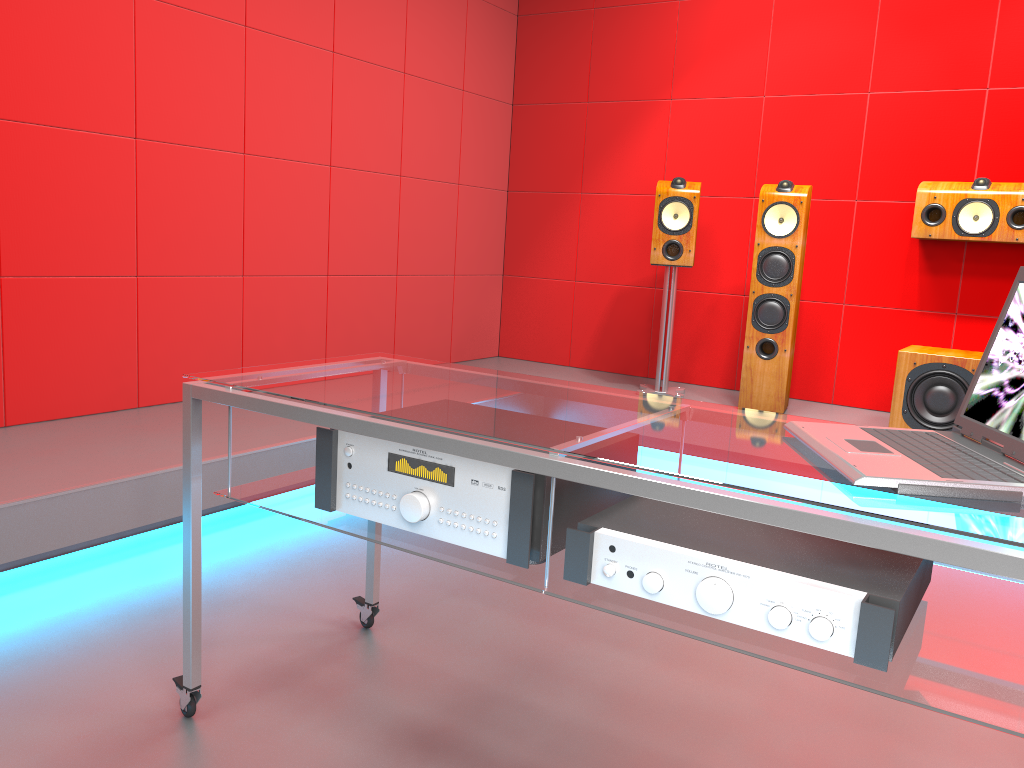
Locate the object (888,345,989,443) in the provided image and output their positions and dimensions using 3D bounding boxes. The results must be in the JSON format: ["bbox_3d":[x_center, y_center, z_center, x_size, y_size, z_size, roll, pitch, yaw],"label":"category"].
[{"bbox_3d":[1.829,0.045,3.745,0.360,0.360,0.360,9,11,32],"label":"object"}]

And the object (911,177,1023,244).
[{"bbox_3d":[2.050,-0.763,3.889,0.493,0.271,0.235,9,11,32],"label":"object"}]

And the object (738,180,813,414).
[{"bbox_3d":[1.212,-0.399,4.089,0.203,1.052,0.238,7,10,22],"label":"object"}]

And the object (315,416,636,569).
[{"bbox_3d":[-0.058,0.161,1.551,0.431,0.158,0.371,9,11,32],"label":"object"}]

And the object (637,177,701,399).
[{"bbox_3d":[0.778,-0.471,4.359,0.231,1.058,0.265,5,9,12],"label":"object"}]

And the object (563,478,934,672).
[{"bbox_3d":[0.356,0.260,1.301,0.435,0.092,0.365,9,11,32],"label":"object"}]

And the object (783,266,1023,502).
[{"bbox_3d":[0.605,-0.025,1.229,0.340,0.285,0.342,4,9,2],"label":"object"}]

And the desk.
[{"bbox_3d":[0.152,0.395,1.523,1.617,0.690,0.594,9,11,32],"label":"desk"}]
